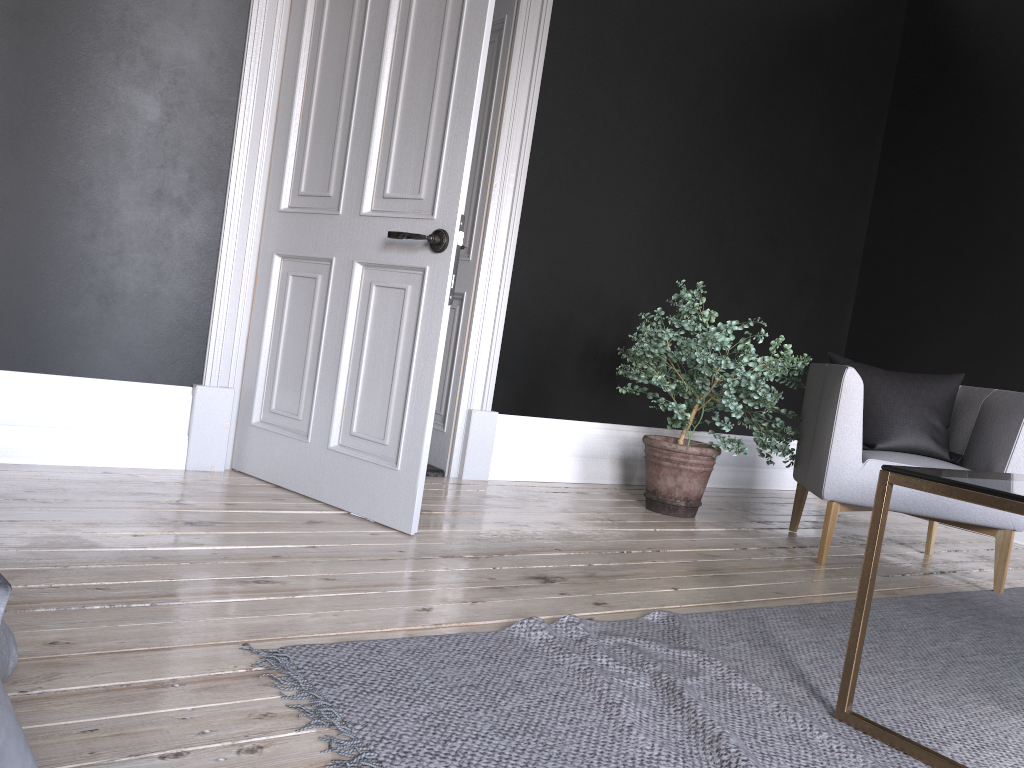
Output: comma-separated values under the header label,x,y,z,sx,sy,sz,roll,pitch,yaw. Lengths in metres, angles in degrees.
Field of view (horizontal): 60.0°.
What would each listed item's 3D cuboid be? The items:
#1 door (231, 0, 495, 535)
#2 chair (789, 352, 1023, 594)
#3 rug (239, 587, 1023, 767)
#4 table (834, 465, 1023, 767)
label,x,y,z,sx,sy,sz,roll,pitch,yaw
door,-0.550,-0.744,3.255,1.095,2.377,0.216,12,5,41
chair,1.680,0.337,3.858,0.818,0.864,0.769,9,4,5
rug,1.468,0.821,1.991,3.648,0.050,2.101,7,4,-35
table,1.632,0.582,1.878,1.450,0.559,1.090,6,4,-36
